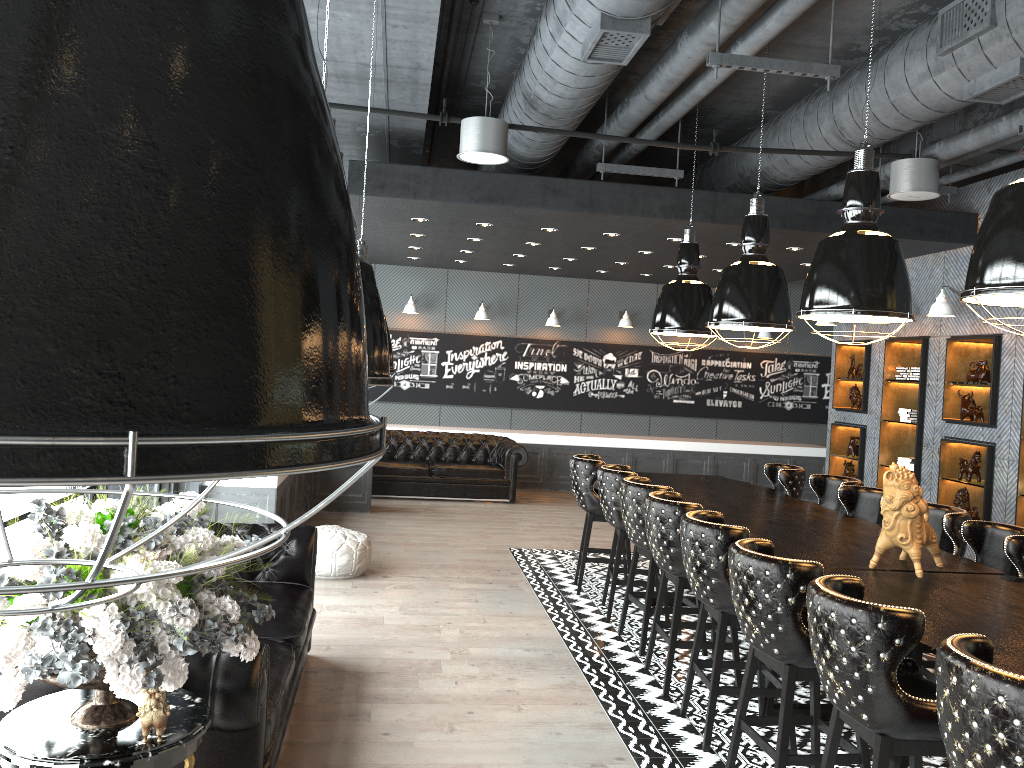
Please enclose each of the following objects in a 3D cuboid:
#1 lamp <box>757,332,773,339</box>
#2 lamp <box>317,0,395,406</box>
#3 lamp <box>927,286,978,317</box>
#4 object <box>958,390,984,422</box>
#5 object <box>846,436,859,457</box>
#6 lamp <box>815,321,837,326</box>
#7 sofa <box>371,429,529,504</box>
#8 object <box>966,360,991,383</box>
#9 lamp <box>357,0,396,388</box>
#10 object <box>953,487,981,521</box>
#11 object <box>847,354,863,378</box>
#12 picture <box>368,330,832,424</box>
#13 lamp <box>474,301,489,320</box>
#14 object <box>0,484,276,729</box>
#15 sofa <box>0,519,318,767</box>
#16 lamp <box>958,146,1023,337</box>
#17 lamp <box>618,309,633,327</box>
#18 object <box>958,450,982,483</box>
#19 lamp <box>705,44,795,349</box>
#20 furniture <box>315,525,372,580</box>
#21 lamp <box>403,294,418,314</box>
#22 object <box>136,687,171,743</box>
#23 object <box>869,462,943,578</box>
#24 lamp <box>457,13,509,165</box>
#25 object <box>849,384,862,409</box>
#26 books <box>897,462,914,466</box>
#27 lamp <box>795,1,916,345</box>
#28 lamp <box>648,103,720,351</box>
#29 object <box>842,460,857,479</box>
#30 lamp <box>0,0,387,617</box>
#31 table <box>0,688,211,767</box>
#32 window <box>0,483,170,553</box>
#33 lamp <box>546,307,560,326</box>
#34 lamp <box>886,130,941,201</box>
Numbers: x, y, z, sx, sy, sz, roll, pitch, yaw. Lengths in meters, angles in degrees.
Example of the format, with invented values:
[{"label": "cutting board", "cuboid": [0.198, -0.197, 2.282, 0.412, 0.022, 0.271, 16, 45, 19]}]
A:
[{"label": "lamp", "cuboid": [4.039, -0.873, 14.197, 0.243, 0.287, 0.490, 3, 1, 8]}, {"label": "lamp", "cuboid": [-0.402, -1.001, 1.966, 0.391, 2.161, 0.391, 4, 1, 38]}, {"label": "lamp", "cuboid": [4.130, -0.770, 8.252, 0.490, 0.287, 0.243, 3, 1, 8]}, {"label": "object", "cuboid": [4.351, 0.216, 8.387, 0.154, 0.309, 0.324, 3, 1, -3]}, {"label": "object", "cuboid": [4.106, 0.746, 10.565, 0.253, 0.249, 0.126, 3, 1, -32]}, {"label": "lamp", "cuboid": [3.844, -0.833, 10.470, 0.490, 0.287, 0.243, 3, 1, 8]}, {"label": "sofa", "cuboid": [-1.125, 1.095, 12.156, 2.565, 0.838, 1.240, 3, 1, -8]}, {"label": "object", "cuboid": [4.389, -0.119, 8.347, 0.138, 0.222, 0.278, 3, 1, -8]}, {"label": "lamp", "cuboid": [-0.681, -1.056, 4.125, 0.391, 2.161, 0.391, 4, 1, 38]}, {"label": "object", "cuboid": [4.288, 1.175, 8.357, 0.177, 0.388, 0.338, 3, 1, 0]}, {"label": "object", "cuboid": [4.079, -0.211, 10.514, 0.097, 0.290, 0.290, 3, 1, -9]}, {"label": "picture", "cuboid": [2.941, -0.016, 14.357, 12.464, 1.103, 0.200, 3, 0, -7]}, {"label": "lamp", "cuboid": [-0.435, -1.127, 13.614, 0.243, 0.287, 0.490, 3, 1, 8]}, {"label": "object", "cuboid": [-1.147, 0.630, 2.583, 0.848, 0.663, 0.875, 4, 1, 23]}, {"label": "sofa", "cuboid": [-1.616, 1.211, 4.158, 1.239, 0.838, 2.566, 3, 1, -8]}, {"label": "lamp", "cuboid": [2.124, -1.332, 3.414, 0.621, 2.302, 0.621, 4, 1, 38]}, {"label": "lamp", "cuboid": [1.790, -1.033, 13.903, 0.243, 0.287, 0.490, 3, 1, 8]}, {"label": "object", "cuboid": [4.336, 0.772, 8.420, 0.143, 0.306, 0.317, 3, 1, -12]}, {"label": "lamp", "cuboid": [1.750, -1.405, 6.309, 0.621, 2.302, 0.621, 4, 1, 38]}, {"label": "furniture", "cuboid": [-1.519, 1.395, 7.442, 0.679, 0.383, 0.679, 3, 1, -7]}, {"label": "lamp", "cuboid": [-1.503, -1.215, 13.475, 0.243, 0.287, 0.490, 3, 1, 8]}, {"label": "object", "cuboid": [-0.973, 0.889, 2.436, 0.086, 0.183, 0.136, 3, 1, 0]}, {"label": "object", "cuboid": [1.973, 0.655, 4.366, 0.475, 0.545, 0.249, 3, 1, -45]}, {"label": "lamp", "cuboid": [-0.181, -2.146, 6.420, 0.381, 1.045, 0.380, 3, 1, -39]}, {"label": "object", "cuboid": [4.096, 0.162, 10.499, 0.155, 0.329, 0.236, 3, 1, -2]}, {"label": "books", "cuboid": [4.260, 0.855, 9.464, 0.166, 0.024, 0.227, 3, 1, -21]}, {"label": "lamp", "cuboid": [1.937, -1.368, 4.861, 0.621, 2.302, 0.621, 4, 1, 38]}, {"label": "lamp", "cuboid": [1.563, -1.442, 7.757, 0.621, 2.302, 0.621, 4, 1, 38]}, {"label": "object", "cuboid": [4.040, 1.097, 10.542, 0.170, 0.362, 0.269, 3, 1, -14]}, {"label": "lamp", "cuboid": [-0.212, -0.960, 0.493, 0.391, 2.153, 0.391, 4, 1, 38]}, {"label": "table", "cuboid": [-1.189, 1.322, 2.561, 0.572, 0.726, 0.572, 3, 1, -44]}, {"label": "window", "cuboid": [-2.022, -0.209, 1.711, 0.120, 3.729, 20.799, 3, 1, -7]}, {"label": "lamp", "cuboid": [0.654, -1.041, 13.756, 0.243, 0.287, 0.490, 3, 1, 8]}, {"label": "lamp", "cuboid": [3.131, -1.965, 6.851, 0.380, 1.045, 0.381, 3, 1, 19]}]
